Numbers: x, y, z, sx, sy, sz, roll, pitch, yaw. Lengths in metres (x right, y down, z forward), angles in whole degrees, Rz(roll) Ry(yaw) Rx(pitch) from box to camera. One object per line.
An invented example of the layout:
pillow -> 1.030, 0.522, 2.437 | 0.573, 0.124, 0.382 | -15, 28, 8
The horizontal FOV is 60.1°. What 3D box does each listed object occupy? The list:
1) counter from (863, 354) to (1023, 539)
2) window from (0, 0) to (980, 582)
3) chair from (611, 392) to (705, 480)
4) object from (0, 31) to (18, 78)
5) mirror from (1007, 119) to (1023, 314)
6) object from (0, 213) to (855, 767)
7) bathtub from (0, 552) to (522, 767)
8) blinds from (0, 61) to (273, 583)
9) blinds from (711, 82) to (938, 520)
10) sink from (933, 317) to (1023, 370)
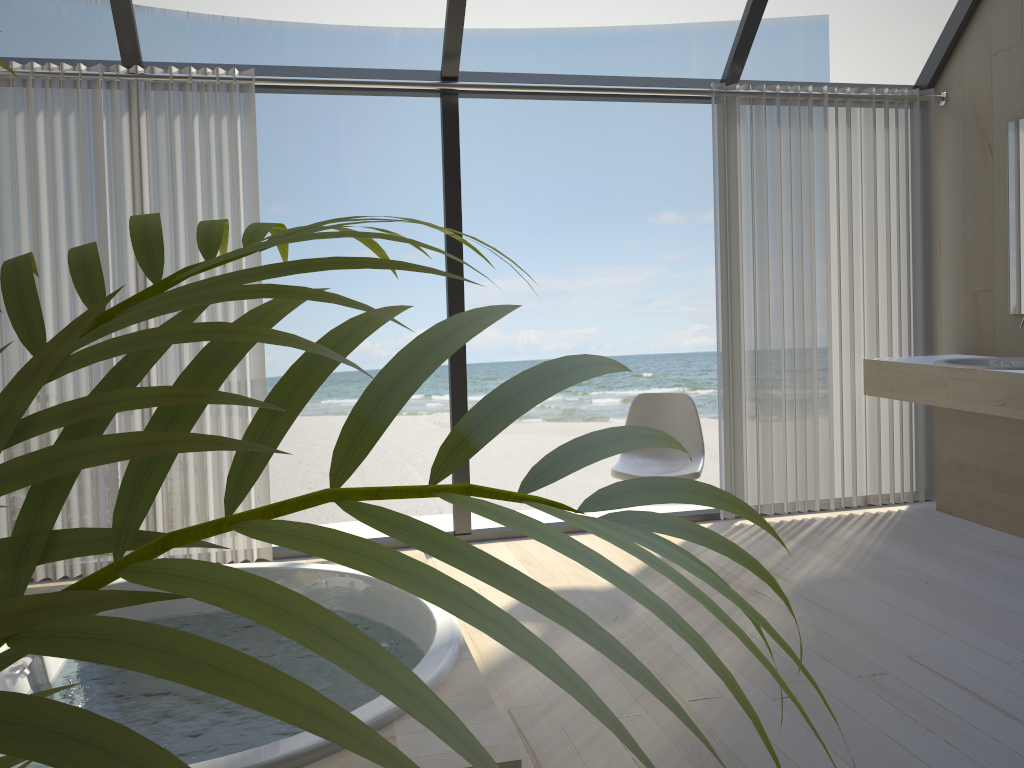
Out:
counter -> 2.120, 0.309, 3.786 | 0.551, 0.789, 1.208 | -2, 4, -13
window -> 0.001, -0.661, 3.783 | 4.562, 2.808, 0.746 | -3, 2, -13
chair -> 0.629, 0.230, 3.789 | 0.369, 0.346, 0.456 | -1, 4, 16
object -> -1.280, 0.152, 1.197 | 0.786, 1.753, 0.938 | -1, 3, 12
mirror -> 2.348, -0.728, 3.726 | 0.023, 0.866, 0.655 | -2, 3, -13
object -> -0.298, 0.403, 0.319 | 1.066, 1.342, 0.874 | -3, 3, -24
bathtub -> -1.049, 0.845, 2.482 | 1.822, 0.697, 1.652 | -3, 5, -13
blinds -> -1.626, -0.257, 3.617 | 1.183, 2.066, 0.084 | -2, 2, -13
blinds -> 1.544, -0.414, 4.344 | 1.183, 2.066, 0.084 | -2, 2, -13
sink -> 2.070, -0.099, 3.730 | 0.504, 0.418, 0.575 | -2, 4, -9
